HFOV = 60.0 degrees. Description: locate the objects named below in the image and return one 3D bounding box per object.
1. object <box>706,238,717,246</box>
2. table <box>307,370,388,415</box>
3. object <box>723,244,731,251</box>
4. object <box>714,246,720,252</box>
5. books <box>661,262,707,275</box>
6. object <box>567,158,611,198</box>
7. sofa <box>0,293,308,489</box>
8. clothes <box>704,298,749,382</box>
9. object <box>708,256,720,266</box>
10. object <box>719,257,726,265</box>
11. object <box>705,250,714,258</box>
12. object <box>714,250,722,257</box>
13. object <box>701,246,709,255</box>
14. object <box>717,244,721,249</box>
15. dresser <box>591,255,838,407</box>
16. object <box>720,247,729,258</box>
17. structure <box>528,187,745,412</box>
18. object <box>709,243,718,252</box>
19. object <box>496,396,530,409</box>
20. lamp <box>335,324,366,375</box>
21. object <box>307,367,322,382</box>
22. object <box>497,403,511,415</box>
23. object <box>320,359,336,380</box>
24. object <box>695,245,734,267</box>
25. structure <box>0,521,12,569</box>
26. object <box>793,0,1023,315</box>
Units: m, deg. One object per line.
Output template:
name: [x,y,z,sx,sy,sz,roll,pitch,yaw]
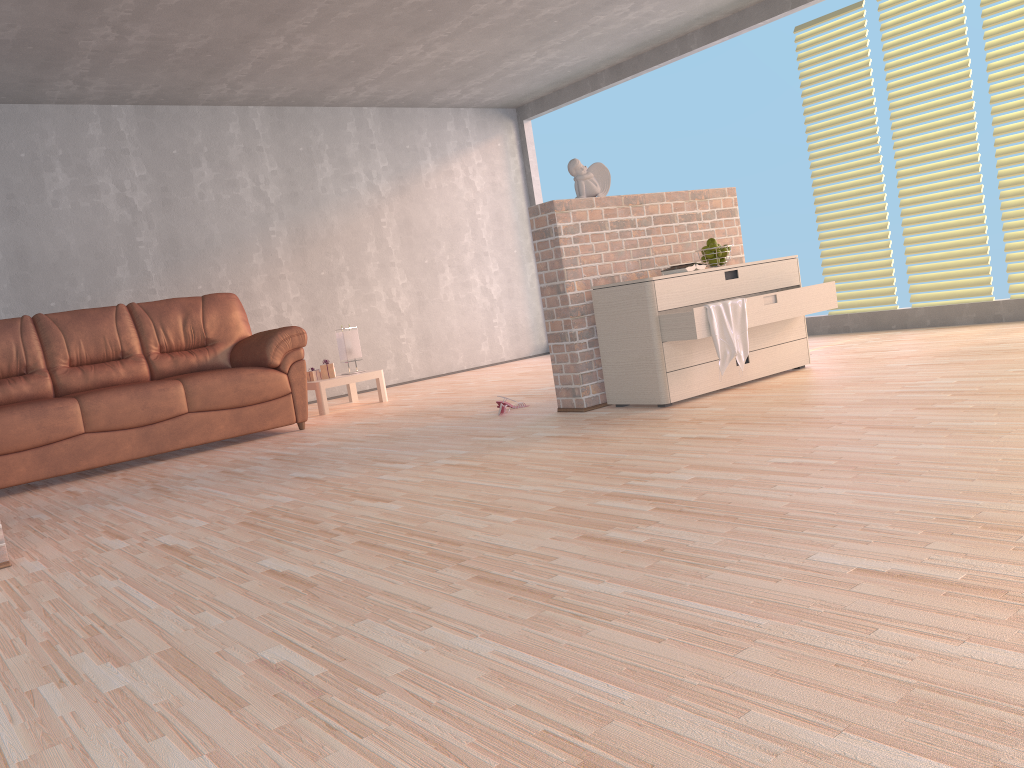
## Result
object: [1.062,-0.749,4.718,0.054,0.056,0.054,-13,7,-37]
table: [-1.315,0.063,6.678,0.548,0.241,0.548,-13,7,-37]
object: [1.140,-0.719,4.720,0.047,0.047,0.046,-9,5,1]
object: [1.081,-0.713,4.694,0.039,0.038,0.039,-10,5,-8]
books: [0.870,-0.585,4.483,0.146,0.040,0.209,-4,7,43]
object: [0.390,-1.063,4.600,0.216,0.218,0.131,-13,7,-37]
sofa: [-2.410,-0.030,5.318,2.202,0.923,0.981,-13,7,-37]
clothes: [1.004,-0.202,4.109,0.325,0.369,0.097,-13,7,-36]
object: [1.072,-0.652,4.700,0.060,0.055,0.059,-8,5,8]
object: [1.118,-0.657,4.730,0.048,0.048,0.046,-4,7,41]
object: [1.043,-0.684,4.678,0.046,0.044,0.046,-13,7,-41]
object: [1.084,-0.686,4.664,0.038,0.040,0.039,-12,6,-28]
object: [1.032,-0.708,4.719,0.049,0.053,0.054,-9,5,-6]
object: [1.101,-0.727,4.740,0.039,0.043,0.043,-4,7,38]
dresser: [1.277,-0.335,4.682,1.686,0.612,0.605,-13,7,-37]
object: [1.117,-0.695,4.688,0.057,0.057,0.057,-9,5,-4]
structure: [0.772,-0.503,4.883,1.422,1.057,0.211,-13,7,-37]
object: [1.059,-0.719,4.660,0.046,0.045,0.046,-13,7,-37]
object: [0.002,0.098,5.031,0.188,0.085,0.069,-9,5,2]
lamp: [-1.228,-0.262,6.702,0.140,0.376,0.140,-13,7,-37]
object: [-1.456,-0.078,6.575,0.080,0.105,0.152,-7,6,22]
object: [-0.043,0.132,4.858,0.078,0.066,0.192,-9,5,-1]
object: [-1.363,-0.114,6.556,0.099,0.147,0.102,-10,5,-8]
object: [1.083,-0.673,4.723,0.202,0.104,0.202,-14,7,-43]
structure: [-2.336,0.205,2.512,1.422,1.057,0.211,-13,7,-37]
object: [3.504,-1.557,4.714,0.044,2.114,4.372,-13,7,-37]
